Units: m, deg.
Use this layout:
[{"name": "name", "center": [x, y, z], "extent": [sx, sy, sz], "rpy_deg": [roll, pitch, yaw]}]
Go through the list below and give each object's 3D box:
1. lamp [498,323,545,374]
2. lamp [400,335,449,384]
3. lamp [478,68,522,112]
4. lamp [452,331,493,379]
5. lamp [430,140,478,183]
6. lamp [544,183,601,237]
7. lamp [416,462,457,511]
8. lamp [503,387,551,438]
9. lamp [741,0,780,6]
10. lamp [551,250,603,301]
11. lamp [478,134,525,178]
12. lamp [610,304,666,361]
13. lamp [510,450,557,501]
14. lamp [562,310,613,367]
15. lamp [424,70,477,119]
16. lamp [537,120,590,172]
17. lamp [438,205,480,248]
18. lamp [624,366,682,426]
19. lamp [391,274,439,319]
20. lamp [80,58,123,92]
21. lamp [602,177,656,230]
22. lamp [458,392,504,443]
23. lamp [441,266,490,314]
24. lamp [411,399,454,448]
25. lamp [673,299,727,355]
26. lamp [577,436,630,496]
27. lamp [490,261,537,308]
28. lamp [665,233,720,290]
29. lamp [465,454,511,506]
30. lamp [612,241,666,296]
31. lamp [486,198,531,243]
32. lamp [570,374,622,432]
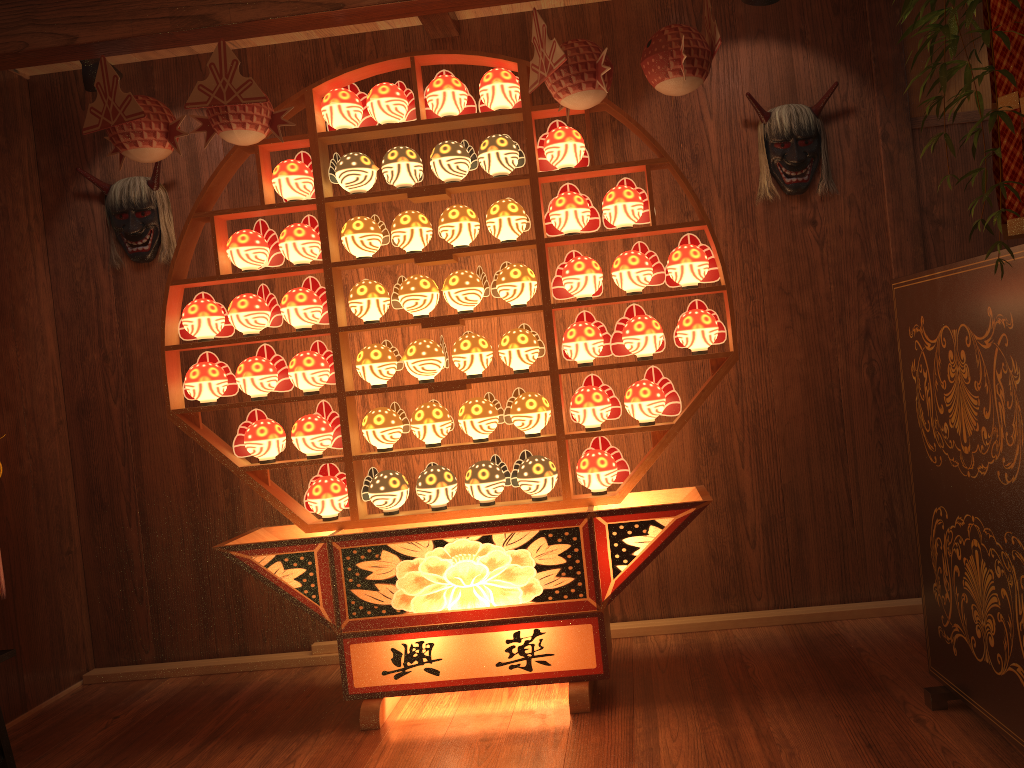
[{"name": "lamp", "center": [0.020, -0.122, 3.014], "extent": [0.136, 0.173, 0.160], "rpy_deg": [-6, 1, 21]}, {"name": "lamp", "center": [-0.311, -0.082, 3.043], "extent": [0.160, 0.161, 0.136], "rpy_deg": [-6, 1, -19]}, {"name": "lamp", "center": [-0.045, -1.009, 2.995], "extent": [0.187, 0.188, 0.159], "rpy_deg": [-6, 1, 10]}, {"name": "lamp", "center": [-0.135, -0.104, 3.024], "extent": [0.141, 0.167, 0.155], "rpy_deg": [-6, 1, -9]}, {"name": "lamp", "center": [-0.217, -0.760, 3.018], "extent": [0.162, 0.167, 0.134], "rpy_deg": [-7, 1, -44]}, {"name": "lamp", "center": [0.193, -0.597, 2.991], "extent": [0.199, 0.200, 0.158], "rpy_deg": [-6, 1, 5]}, {"name": "lamp", "center": [-0.257, 0.354, 3.043], "extent": [0.142, 0.161, 0.154], "rpy_deg": [-6, 1, -14]}, {"name": "lamp", "center": [0.067, 0.094, 3.018], "extent": [0.144, 0.173, 0.152], "rpy_deg": [-6, 1, -29]}, {"name": "lamp", "center": [0.838, -1.368, 3.008], "extent": [0.132, 0.177, 0.179], "rpy_deg": [-6, 1, 25]}, {"name": "lamp", "center": [0.240, -0.374, 2.995], "extent": [0.193, 0.187, 0.154], "rpy_deg": [-6, 1, -15]}, {"name": "lamp", "center": [-0.049, -0.780, 3.002], "extent": [0.136, 0.173, 0.160], "rpy_deg": [-6, 1, 21]}, {"name": "lamp", "center": [0.442, -0.180, 2.987], "extent": [0.203, 0.200, 0.155], "rpy_deg": [-6, 1, -10]}, {"name": "lamp", "center": [0.090, 0.312, 3.024], "extent": [0.144, 0.173, 0.152], "rpy_deg": [-6, 1, -29]}, {"name": "lamp", "center": [0.238, -0.156, 2.999], "extent": [0.186, 0.195, 0.160], "rpy_deg": [-6, 1, 15]}, {"name": "lamp", "center": [-0.224, -0.997, 3.007], "extent": [0.201, 0.200, 0.156], "rpy_deg": [-6, 1, -5]}, {"name": "lamp", "center": [0.177, -0.817, 2.988], "extent": [0.203, 0.200, 0.155], "rpy_deg": [-6, 1, -10]}, {"name": "lamp", "center": [-0.179, -0.542, 3.016], "extent": [0.142, 0.167, 0.154], "rpy_deg": [-6, 1, -14]}, {"name": "lamp", "center": [0.443, 0.042, 2.993], "extent": [0.193, 0.200, 0.162], "rpy_deg": [-5, 1, 40]}, {"name": "lamp", "center": [-0.313, -0.304, 3.035], "extent": [0.152, 0.161, 0.144], "rpy_deg": [-5, 1, 36]}, {"name": "lamp", "center": [-1.472, -1.128, 3.152], "extent": [0.137, 0.176, 0.173], "rpy_deg": [-6, 1, -8]}, {"name": "lamp", "center": [0.370, -0.613, 2.981], "extent": [0.185, 0.195, 0.160], "rpy_deg": [-6, 1, 20]}, {"name": "lamp", "center": [-0.121, 0.117, 3.031], "extent": [0.135, 0.167, 0.162], "rpy_deg": [-5, 1, 36]}, {"name": "lamp", "center": [-0.175, -0.321, 3.032], "extent": [0.162, 0.167, 0.135], "rpy_deg": [-6, 1, -29]}, {"name": "lamp", "center": [-0.280, 0.136, 3.037], "extent": [0.138, 0.161, 0.158], "rpy_deg": [-6, 1, 6]}, {"name": "lamp", "center": [0.622, -0.195, 2.975], "extent": [0.179, 0.192, 0.160], "rpy_deg": [-6, 1, 15]}, {"name": "lamp", "center": [0.285, 0.280, 3.011], "extent": [0.190, 0.197, 0.160], "rpy_deg": [-6, 1, 20]}, {"name": "lamp", "center": [0.019, -0.344, 3.011], "extent": [0.143, 0.173, 0.153], "rpy_deg": [-6, 1, -24]}, {"name": "lamp", "center": [0.588, -0.416, 2.972], "extent": [0.196, 0.200, 0.160], "rpy_deg": [-6, 1, 20]}, {"name": "lamp", "center": [-0.098, 0.334, 3.035], "extent": [0.135, 0.167, 0.162], "rpy_deg": [-5, 1, 36]}, {"name": "lamp", "center": [0.401, -0.393, 2.987], "extent": [0.175, 0.191, 0.162], "rpy_deg": [-5, 1, 35]}, {"name": "lamp", "center": [-0.021, -0.561, 3.005], "extent": [0.138, 0.173, 0.159], "rpy_deg": [-6, 1, 11]}, {"name": "lamp", "center": [0.264, 0.063, 3.003], "extent": [0.183, 0.194, 0.160], "rpy_deg": [-6, 1, 15]}]
